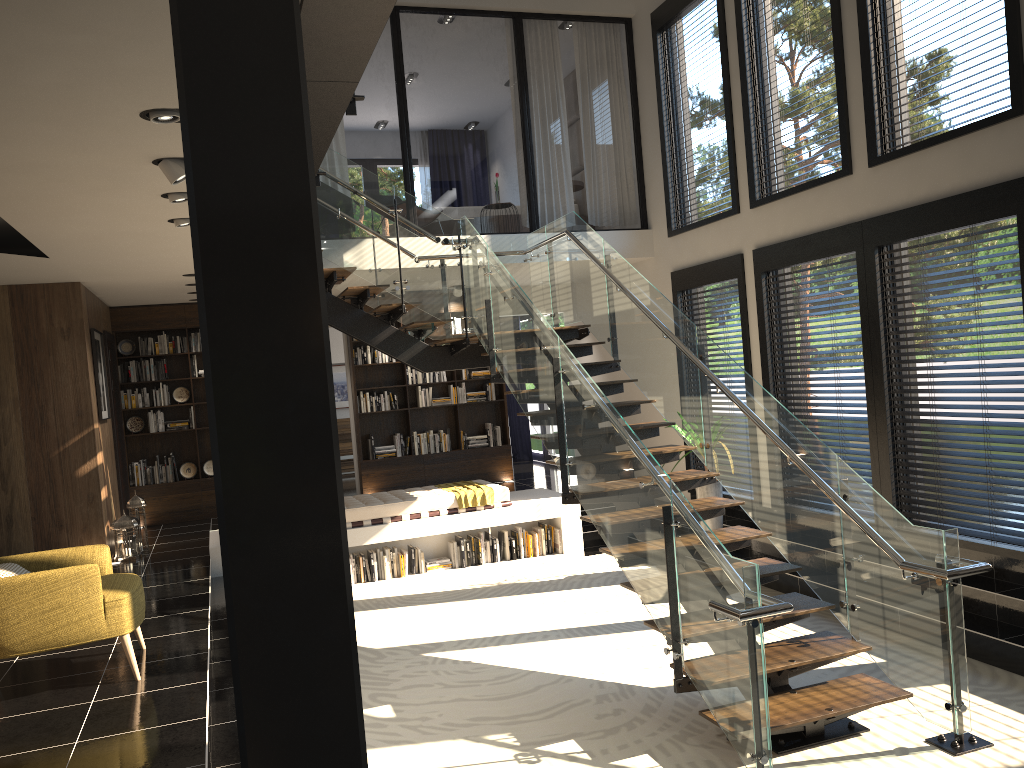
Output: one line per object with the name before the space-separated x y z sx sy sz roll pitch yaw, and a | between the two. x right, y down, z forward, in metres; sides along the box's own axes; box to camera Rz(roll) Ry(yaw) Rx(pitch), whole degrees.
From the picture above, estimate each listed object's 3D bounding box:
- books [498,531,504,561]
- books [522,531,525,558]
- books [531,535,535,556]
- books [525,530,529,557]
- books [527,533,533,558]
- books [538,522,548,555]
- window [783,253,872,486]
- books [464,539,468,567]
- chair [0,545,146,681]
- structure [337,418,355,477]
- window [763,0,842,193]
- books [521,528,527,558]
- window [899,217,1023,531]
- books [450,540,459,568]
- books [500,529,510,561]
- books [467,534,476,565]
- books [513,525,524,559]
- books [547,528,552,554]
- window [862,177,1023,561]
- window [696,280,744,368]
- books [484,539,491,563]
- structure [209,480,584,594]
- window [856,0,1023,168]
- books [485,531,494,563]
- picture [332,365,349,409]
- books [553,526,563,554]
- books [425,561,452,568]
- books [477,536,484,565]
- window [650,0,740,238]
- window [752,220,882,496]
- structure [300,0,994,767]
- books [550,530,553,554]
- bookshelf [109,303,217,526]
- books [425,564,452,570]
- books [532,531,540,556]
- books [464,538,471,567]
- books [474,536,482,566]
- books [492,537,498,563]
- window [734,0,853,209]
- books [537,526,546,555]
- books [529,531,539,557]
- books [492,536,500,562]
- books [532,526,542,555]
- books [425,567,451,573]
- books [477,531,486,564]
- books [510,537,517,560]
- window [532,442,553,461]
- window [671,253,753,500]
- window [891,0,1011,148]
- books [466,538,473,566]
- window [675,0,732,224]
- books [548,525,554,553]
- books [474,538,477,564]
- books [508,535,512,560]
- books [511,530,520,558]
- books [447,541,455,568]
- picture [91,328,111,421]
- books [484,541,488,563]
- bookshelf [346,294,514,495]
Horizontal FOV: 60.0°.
books | -0.125 1.725 9.458 0.066 0.294 0.142 -5 2 -19
books | 0.094 1.712 9.509 0.023 0.283 0.175 -5 2 -19
books | 0.203 1.735 9.558 0.022 0.216 0.137 -5 2 -19
books | 0.136 1.707 9.525 0.025 0.285 0.164 -5 2 -19
books | 0.168 1.722 9.511 0.025 0.249 0.208 -5 1 -19
books | 0.336 1.667 9.597 0.042 0.328 0.205 -5 2 -19
window | 2.853 -0.067 7.785 0.005 2.298 1.313 -5 2 -19
books | -0.515 1.765 9.330 0.030 0.284 0.176 -5 2 -19
chair | -2.644 1.124 5.002 1.030 1.098 0.807 -5 1 -20
structure | -3.234 1.099 15.005 6.274 0.982 0.886 -5 1 -19
window | 2.601 -2.911 7.741 0.005 2.298 1.221 -5 2 -19
books | 0.113 1.700 9.519 0.021 0.302 0.167 -5 2 -19
window | 3.330 -0.085 6.367 0.005 2.298 1.313 -5 2 -19
books | -0.602 1.779 9.279 0.030 0.273 0.168 -5 2 -19
books | -0.077 1.712 9.459 0.027 0.312 0.189 -5 2 -19
books | -0.426 1.747 9.345 0.035 0.305 0.151 -5 2 -19
books | 0.070 1.688 9.492 0.028 0.334 0.205 -5 2 -19
books | 0.376 1.691 9.599 0.030 0.273 0.185 -5 2 -19
window | 3.260 -0.079 6.353 0.358 2.476 1.498 -5 2 -19
window | 2.332 -0.044 9.336 0.005 2.298 1.221 -5 2 -19
books | -0.268 1.770 9.401 0.028 0.231 0.158 -5 2 -19
structure | -1.323 0.416 9.444 3.780 3.246 1.149 -5 2 -19
window | 3.040 -2.925 6.213 0.358 2.476 1.393 -5 2 -19
books | -0.241 1.724 9.405 0.033 0.318 0.152 -5 2 -19
picture | -2.990 0.051 15.287 3.542 0.749 0.035 -5 2 -19
books | 0.474 1.688 9.612 0.037 0.264 0.272 -5 1 -19
books | -0.783 1.871 9.243 0.274 0.025 0.156 -5 1 -22
books | -0.344 1.757 9.365 0.027 0.270 0.188 -5 2 -19
window | 2.023 -2.885 9.239 0.358 2.476 1.393 -5 2 -19
window | 2.783 -0.061 7.770 0.358 2.476 1.498 -5 2 -19
structure | -0.084 -0.041 5.863 3.446 4.870 7.280 -5 1 -19
books | 0.396 1.698 9.619 0.019 0.255 0.180 -5 2 -19
bookshelf | -3.971 0.347 11.098 1.703 2.683 0.273 -5 2 -19
books | -0.779 1.896 9.239 0.261 0.024 0.167 -5 1 -22
books | 0.253 1.715 9.546 0.021 0.248 0.197 -5 1 -19
books | -0.478 1.770 9.315 0.029 0.268 0.173 -5 2 -19
books | -0.362 1.751 9.336 0.026 0.287 0.204 -5 1 -19
books | -0.201 1.753 9.401 0.036 0.253 0.178 -5 2 -19
window | 2.532 -2.905 7.726 0.358 2.476 1.393 -5 2 -19
books | 0.309 1.691 9.573 0.028 0.285 0.210 -5 1 -19
books | 0.234 1.718 9.534 0.024 0.246 0.212 -5 1 -19
books | -0.175 1.749 9.410 0.019 0.256 0.186 -5 1 -19
books | 0.272 1.695 9.581 0.039 0.284 0.199 -5 2 -19
books | -0.777 1.920 9.239 0.257 0.024 0.167 -5 1 -19
books | -0.326 1.727 9.392 0.029 0.326 0.153 -5 2 -19
books | -0.012 1.748 9.463 0.032 0.229 0.228 -5 1 -19
window | 0.492 0.032 14.499 0.184 2.477 2.981 -5 1 -19
window | 2.262 -0.038 9.321 0.358 2.476 1.393 -5 2 -19
window | 3.110 -2.931 6.228 0.005 2.298 1.221 -5 2 -19
books | -0.453 1.768 9.332 0.029 0.268 0.146 -5 2 -19
window | 2.092 -2.891 9.254 0.005 2.298 1.221 -5 2 -19
books | 0.423 1.680 9.634 0.043 0.287 0.147 -5 2 -18
books | -0.406 1.762 9.387 0.026 0.270 0.128 -5 2 -19
books | -0.052 1.738 9.482 0.030 0.257 0.160 -5 2 -19
books | 0.036 1.716 9.515 0.026 0.284 0.177 -5 2 -19
books | -0.636 1.787 9.296 0.026 0.263 0.156 -5 2 -19
picture | -4.205 -0.090 9.077 0.028 0.911 0.748 -5 1 -19
books | -0.298 1.775 9.409 0.026 0.226 0.132 -5 2 -19
bookshelf | -1.114 0.092 12.058 2.089 2.683 0.273 -5 2 -19
